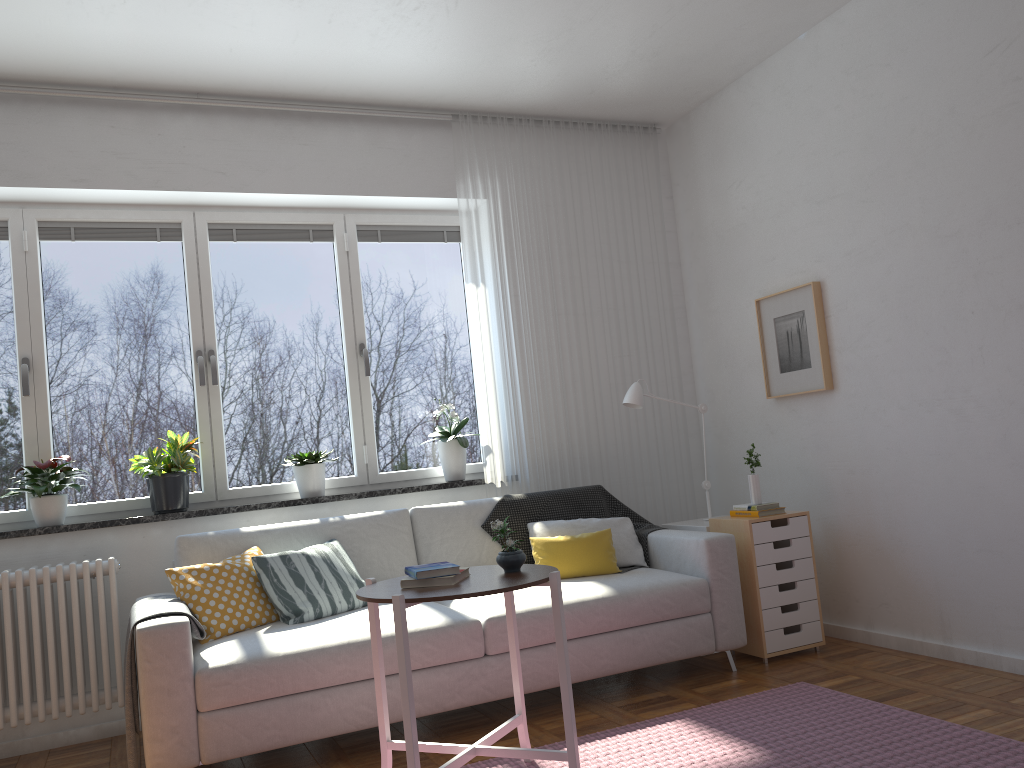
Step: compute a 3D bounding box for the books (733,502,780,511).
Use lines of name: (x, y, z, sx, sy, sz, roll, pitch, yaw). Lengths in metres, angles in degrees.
books: (1.150, 0.577, 4.174, 0.136, 0.024, 0.175, -4, -5, -24)

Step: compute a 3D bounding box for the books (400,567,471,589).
books: (-0.232, 0.593, 2.721, 0.162, 0.026, 0.209, -7, -5, 11)

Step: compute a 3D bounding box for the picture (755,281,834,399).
picture: (1.403, -0.207, 4.436, 0.050, 0.523, 0.431, -4, -4, -24)

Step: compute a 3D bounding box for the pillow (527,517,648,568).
pillow: (0.360, 0.770, 4.240, 0.532, 0.259, 0.301, -5, -4, -10)

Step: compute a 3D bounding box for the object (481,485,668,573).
object: (0.398, 0.834, 4.415, 0.678, 0.647, 0.978, -9, -5, 36)

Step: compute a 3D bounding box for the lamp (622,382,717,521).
lamp: (-0.396, 0.638, 2.900, 0.333, 1.345, 4.592, -9, -5, 36)

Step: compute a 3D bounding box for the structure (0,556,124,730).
structure: (-2.087, 1.081, 3.653, 0.972, 0.623, 0.224, -4, -4, -24)

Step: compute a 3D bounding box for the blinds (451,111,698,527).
blinds: (0.403, -0.058, 4.896, 1.292, 2.883, 0.055, -4, -4, -24)

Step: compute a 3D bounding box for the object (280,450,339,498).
object: (-1.003, 0.444, 4.409, 0.267, 0.237, 0.284, -2, -6, -42)

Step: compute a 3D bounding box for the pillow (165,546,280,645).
pillow: (-1.132, 0.842, 3.597, 0.313, 0.317, 0.464, -9, -5, 34)

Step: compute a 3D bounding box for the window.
window: (-1.517, -0.147, 4.385, 3.019, 1.508, 0.151, -4, -4, -24)

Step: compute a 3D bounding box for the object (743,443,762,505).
object: (1.139, 0.421, 4.170, 0.081, 0.287, 0.085, -5, -4, -17)

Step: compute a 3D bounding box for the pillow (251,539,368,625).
pillow: (-0.821, 0.818, 3.716, 0.310, 0.288, 0.469, -9, -6, 37)

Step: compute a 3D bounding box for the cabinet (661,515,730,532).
cabinet: (1.078, 1.002, 4.555, 0.400, 0.599, 0.401, -4, -4, -24)

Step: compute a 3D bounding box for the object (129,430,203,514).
object: (-1.618, 0.409, 4.127, 0.333, 0.384, 0.300, -5, -4, -8)

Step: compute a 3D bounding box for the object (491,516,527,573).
object: (-0.012, 0.500, 2.777, 0.108, 0.174, 0.096, -2, -6, -45)

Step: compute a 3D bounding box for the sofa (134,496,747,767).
sofa: (-0.299, 0.962, 3.850, 2.460, 0.842, 1.005, -4, -5, -24)

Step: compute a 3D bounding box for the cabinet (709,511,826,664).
cabinet: (1.192, 0.935, 4.156, 0.349, 0.642, 0.302, -4, -4, -24)

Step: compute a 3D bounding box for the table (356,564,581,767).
table: (-0.132, 0.925, 2.687, 0.617, 0.687, 0.619, -4, -5, -25)

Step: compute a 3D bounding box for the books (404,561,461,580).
books: (-0.244, 0.567, 2.701, 0.136, 0.024, 0.175, -4, -5, -19)

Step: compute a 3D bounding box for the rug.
rug: (0.519, 1.145, 2.022, 2.456, 0.008, 2.370, -4, -5, -24)

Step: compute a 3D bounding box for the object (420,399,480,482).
object: (-0.347, 0.302, 4.765, 0.286, 0.443, 0.341, -3, -5, -35)

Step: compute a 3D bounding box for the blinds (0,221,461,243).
blinds: (-1.594, -0.759, 4.458, 2.843, 0.098, 0.015, -4, -4, -24)

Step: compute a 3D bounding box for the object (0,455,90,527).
object: (-2.067, 0.479, 3.957, 0.371, 0.308, 0.380, -10, -6, 41)

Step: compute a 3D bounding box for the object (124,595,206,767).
object: (-1.300, 1.085, 3.304, 0.288, 0.533, 0.609, -4, -5, -24)

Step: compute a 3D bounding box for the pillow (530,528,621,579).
pillow: (0.286, 0.777, 4.042, 0.401, 0.194, 0.211, -5, -4, -6)

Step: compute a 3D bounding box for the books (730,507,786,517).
books: (1.157, 0.602, 4.176, 0.164, 0.028, 0.211, -4, -5, -24)
